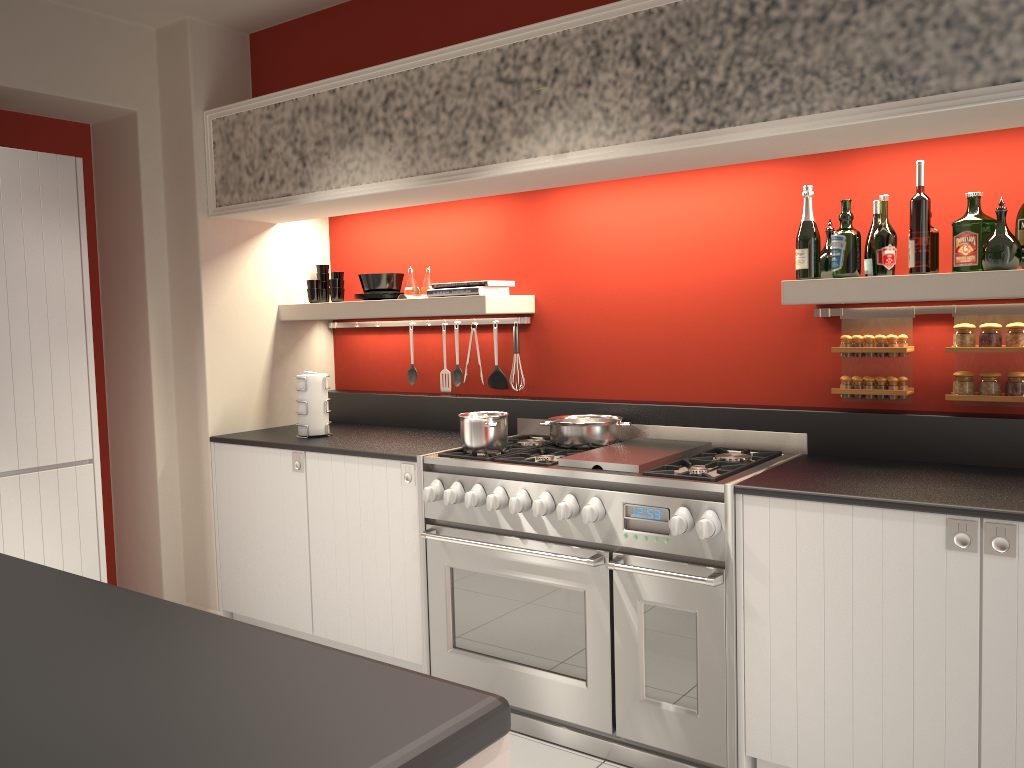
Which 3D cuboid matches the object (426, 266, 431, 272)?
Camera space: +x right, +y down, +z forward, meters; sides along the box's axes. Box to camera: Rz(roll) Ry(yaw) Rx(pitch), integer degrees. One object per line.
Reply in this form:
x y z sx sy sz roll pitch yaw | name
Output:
-0.404 -0.556 4.306 0.026 0.032 0.023 0 4 19 | object

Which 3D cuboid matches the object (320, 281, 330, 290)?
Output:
-1.012 -0.512 4.765 0.070 0.076 0.070 -1 4 7 | object

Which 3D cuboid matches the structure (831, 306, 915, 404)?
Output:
1.289 -0.101 3.170 0.256 0.347 0.130 1 5 36 | structure

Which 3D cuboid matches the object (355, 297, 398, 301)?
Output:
-0.655 -0.426 4.478 0.280 0.016 0.280 1 5 35 | object

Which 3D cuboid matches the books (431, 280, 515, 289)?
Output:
-0.179 -0.457 4.088 0.332 0.026 0.207 2 5 37 | books

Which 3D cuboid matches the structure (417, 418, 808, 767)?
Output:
0.346 0.739 3.394 1.322 1.085 0.778 1 5 36 | structure

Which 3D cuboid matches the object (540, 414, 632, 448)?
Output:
0.302 0.193 3.637 0.309 0.104 0.309 -4 5 -26 | object

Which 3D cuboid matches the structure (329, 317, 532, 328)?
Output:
-0.456 -0.311 4.515 1.355 0.034 0.054 2 5 36 | structure

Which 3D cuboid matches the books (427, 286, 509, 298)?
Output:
-0.203 -0.422 4.083 0.331 0.042 0.207 2 6 41 | books

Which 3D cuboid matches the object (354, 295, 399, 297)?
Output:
-0.656 -0.436 4.478 0.280 0.016 0.280 1 5 35 | object

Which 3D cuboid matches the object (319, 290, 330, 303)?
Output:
-1.011 -0.468 4.768 0.070 0.076 0.070 -1 4 7 | object

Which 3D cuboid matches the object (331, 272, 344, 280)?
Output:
-0.924 -0.554 4.697 0.070 0.076 0.070 -1 4 7 | object

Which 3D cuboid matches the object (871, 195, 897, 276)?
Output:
1.270 -0.504 3.028 0.080 0.278 0.080 2 5 39 | object

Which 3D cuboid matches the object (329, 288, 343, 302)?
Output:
-0.904 -0.456 4.559 0.070 0.076 0.070 -1 4 7 | object

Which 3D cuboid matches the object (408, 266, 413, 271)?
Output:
-0.487 -0.552 4.268 0.023 0.031 0.024 -2 4 -12 | object

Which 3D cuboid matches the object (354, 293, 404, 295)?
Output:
-0.656 -0.447 4.477 0.280 0.016 0.280 1 5 35 | object

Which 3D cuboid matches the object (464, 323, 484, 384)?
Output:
-0.189 -0.147 4.307 0.124 0.296 0.009 1 5 36 | object

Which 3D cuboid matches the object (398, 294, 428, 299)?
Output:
-0.443 -0.423 4.295 0.183 0.027 0.160 -4 5 -25 | object

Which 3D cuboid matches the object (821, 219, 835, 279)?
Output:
1.160 -0.490 3.233 0.113 0.226 0.113 -2 4 -12 | object

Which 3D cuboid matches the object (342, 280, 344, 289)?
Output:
-0.922 -0.510 4.700 0.070 0.076 0.070 -1 4 7 | object

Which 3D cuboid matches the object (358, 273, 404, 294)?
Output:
-0.657 -0.499 4.473 0.232 0.108 0.233 -2 4 -12 | object

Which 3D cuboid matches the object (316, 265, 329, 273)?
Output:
-1.015 -0.600 4.760 0.070 0.076 0.070 -1 4 7 | object

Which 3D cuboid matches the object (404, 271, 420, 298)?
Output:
-0.484 -0.476 4.272 0.076 0.131 0.076 -2 4 -12 | object

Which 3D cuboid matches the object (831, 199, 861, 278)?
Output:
1.130 -0.490 2.999 0.094 0.264 0.094 0 4 25 | object

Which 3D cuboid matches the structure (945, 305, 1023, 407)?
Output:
1.594 -0.093 2.948 0.256 0.347 0.130 1 5 36 | structure

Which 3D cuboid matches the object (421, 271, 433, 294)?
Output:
-0.404 -0.481 4.311 0.077 0.134 0.076 0 4 20 | object

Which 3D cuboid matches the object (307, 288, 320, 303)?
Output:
-1.024 -0.455 4.585 0.070 0.076 0.070 -1 4 7 | object

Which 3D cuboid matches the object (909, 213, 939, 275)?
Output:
1.395 -0.497 3.004 0.094 0.262 0.094 -1 4 2 | object

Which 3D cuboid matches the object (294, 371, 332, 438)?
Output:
-0.945 0.095 4.208 0.168 0.304 0.163 -3 4 -25 | object

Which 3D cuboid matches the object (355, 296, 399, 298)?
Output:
-0.655 -0.431 4.478 0.280 0.016 0.280 1 5 35 | object

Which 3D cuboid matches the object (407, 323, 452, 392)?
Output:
-0.424 -0.135 4.475 0.287 0.351 0.022 1 5 37 | object

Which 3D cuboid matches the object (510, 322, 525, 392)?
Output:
0.022 -0.127 4.154 0.069 0.328 0.069 -1 4 14 | object

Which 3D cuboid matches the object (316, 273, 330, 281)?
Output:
-1.013 -0.556 4.762 0.070 0.076 0.070 -1 4 7 | object

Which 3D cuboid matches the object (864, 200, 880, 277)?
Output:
1.285 -0.510 3.125 0.083 0.277 0.084 2 5 40 | object

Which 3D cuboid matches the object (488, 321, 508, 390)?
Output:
-0.065 -0.137 4.240 0.123 0.330 0.040 1 5 36 | object

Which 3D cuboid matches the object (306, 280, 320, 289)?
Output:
-1.025 -0.498 4.582 0.070 0.076 0.070 -1 4 7 | object

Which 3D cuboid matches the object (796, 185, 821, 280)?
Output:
1.033 -0.527 3.093 0.083 0.331 0.083 -1 4 7 | object

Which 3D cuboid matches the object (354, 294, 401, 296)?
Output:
-0.656 -0.442 4.477 0.280 0.016 0.280 1 5 35 | object

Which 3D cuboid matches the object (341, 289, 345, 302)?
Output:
-0.921 -0.466 4.703 0.070 0.076 0.070 -1 4 7 | object

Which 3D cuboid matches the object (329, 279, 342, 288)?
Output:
-0.905 -0.500 4.556 0.070 0.076 0.070 -1 4 7 | object

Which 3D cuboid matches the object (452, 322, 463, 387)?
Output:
-0.270 -0.145 4.364 0.067 0.323 0.022 1 5 35 | object

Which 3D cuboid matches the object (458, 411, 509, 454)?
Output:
-0.112 0.193 3.537 0.201 0.148 0.201 1 5 29 | object
